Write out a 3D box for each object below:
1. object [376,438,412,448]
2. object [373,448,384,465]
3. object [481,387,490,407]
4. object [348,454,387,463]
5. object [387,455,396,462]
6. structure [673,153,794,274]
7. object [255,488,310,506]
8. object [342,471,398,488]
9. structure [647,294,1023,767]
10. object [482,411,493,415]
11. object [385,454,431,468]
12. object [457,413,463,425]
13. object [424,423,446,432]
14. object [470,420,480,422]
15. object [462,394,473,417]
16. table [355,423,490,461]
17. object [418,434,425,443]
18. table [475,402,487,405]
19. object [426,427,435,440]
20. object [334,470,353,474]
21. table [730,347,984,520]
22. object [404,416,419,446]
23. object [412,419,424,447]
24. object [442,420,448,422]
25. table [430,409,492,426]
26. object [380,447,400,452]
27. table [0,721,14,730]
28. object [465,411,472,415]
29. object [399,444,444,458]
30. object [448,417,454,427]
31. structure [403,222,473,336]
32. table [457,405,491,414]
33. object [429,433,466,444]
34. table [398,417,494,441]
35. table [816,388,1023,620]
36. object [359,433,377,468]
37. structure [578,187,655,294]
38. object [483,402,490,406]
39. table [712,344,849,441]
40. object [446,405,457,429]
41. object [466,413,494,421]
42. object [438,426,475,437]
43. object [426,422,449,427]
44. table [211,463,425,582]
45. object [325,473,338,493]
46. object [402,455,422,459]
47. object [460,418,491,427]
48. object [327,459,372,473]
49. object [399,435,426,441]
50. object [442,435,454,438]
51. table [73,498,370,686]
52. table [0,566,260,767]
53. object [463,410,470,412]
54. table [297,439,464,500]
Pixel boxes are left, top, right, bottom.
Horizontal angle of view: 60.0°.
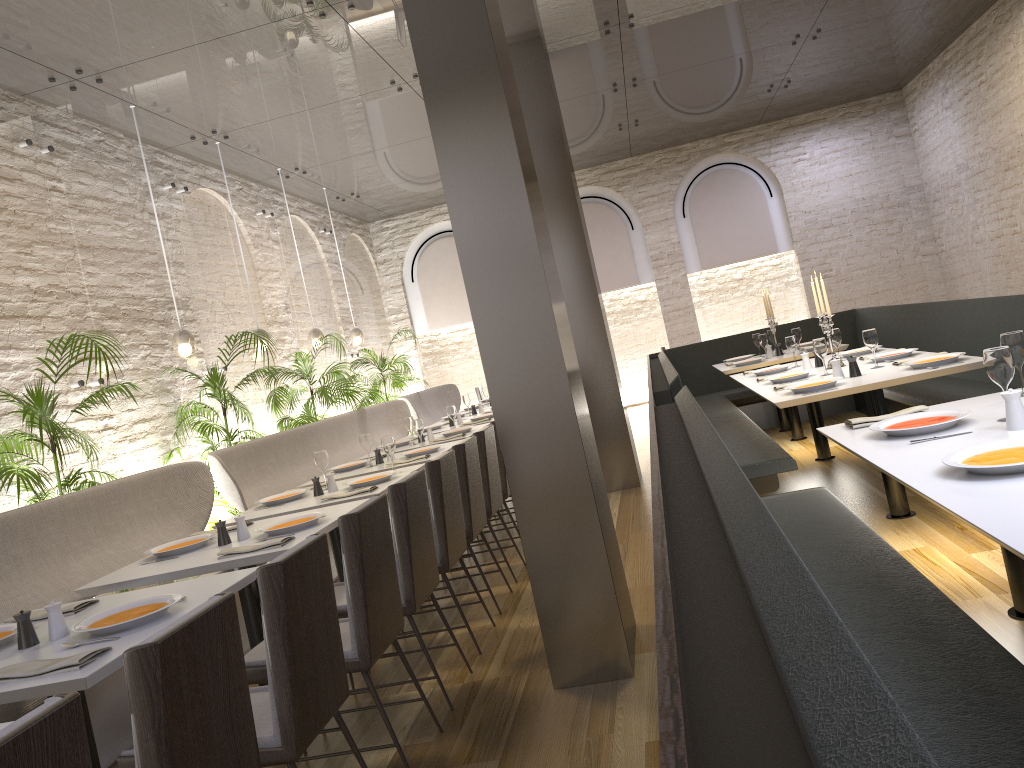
[{"bbox_3d":[-0.973,0.510,7.416,0.322,0.036,0.321,-13,2,-13],"label":"object"},{"bbox_3d":[-0.929,0.501,6.164,0.059,0.109,0.059,-12,0,1],"label":"object"},{"bbox_3d":[-0.308,0.159,10.557,0.086,0.231,0.086,-13,0,39],"label":"object"},{"bbox_3d":[-1.076,0.566,6.603,0.272,0.033,0.143,-12,2,9],"label":"object"},{"bbox_3d":[-0.855,0.483,6.199,0.059,0.109,0.059,-12,0,1],"label":"object"},{"bbox_3d":[3.282,-2.668,13.477,1.631,1.675,0.098,-12,0,9],"label":"structure"},{"bbox_3d":[-1.320,0.661,5.118,0.320,0.036,0.323,-11,2,44],"label":"object"},{"bbox_3d":[-0.802,0.550,5.035,0.320,0.036,0.323,-11,2,44],"label":"object"},{"bbox_3d":[1.925,0.254,4.225,2.368,1.001,10.765,-12,2,9],"label":"structure"},{"bbox_3d":[-0.165,0.279,9.241,0.272,0.033,0.143,-12,2,9],"label":"object"},{"bbox_3d":[-0.682,0.504,5.829,0.272,0.033,0.143,-12,2,9],"label":"object"},{"bbox_3d":[-0.506,0.331,8.505,0.059,0.109,0.059,-12,0,1],"label":"object"},{"bbox_3d":[-0.797,0.433,8.574,0.322,0.036,0.321,-13,2,-13],"label":"object"},{"bbox_3d":[-0.310,0.342,8.310,0.181,0.015,0.038,-12,2,10],"label":"object"},{"bbox_3d":[-0.472,0.231,9.473,0.086,0.231,0.086,-13,0,39],"label":"object"},{"bbox_3d":[-0.625,0.839,7.372,0.935,0.760,1.012,-12,1,9],"label":"table"},{"bbox_3d":[-0.756,0.425,7.312,0.059,0.109,0.059,-12,0,1],"label":"object"},{"bbox_3d":[0.053,0.543,11.853,0.935,0.760,1.012,-12,1,9],"label":"table"},{"bbox_3d":[-0.681,0.407,7.347,0.059,0.109,0.059,-12,0,1],"label":"object"},{"bbox_3d":[-1.176,0.609,6.087,0.185,0.010,0.017,-12,1,9],"label":"object"},{"bbox_3d":[2.168,0.273,5.783,1.099,0.760,2.543,-12,2,9],"label":"table"},{"bbox_3d":[-0.817,0.381,7.193,0.086,0.231,0.086,-12,0,-39],"label":"object"},{"bbox_3d":[-0.674,0.373,6.480,0.086,0.231,0.086,-13,0,15],"label":"object"},{"bbox_3d":[-0.660,0.383,9.498,0.185,0.010,0.017,-12,1,9],"label":"object"},{"bbox_3d":[-0.282,0.690,9.635,0.935,0.760,1.012,-12,1,9],"label":"table"},{"bbox_3d":[-1.002,0.533,7.235,0.185,0.010,0.017,-12,1,9],"label":"object"},{"bbox_3d":[-1.516,1.228,1.480,0.935,0.760,1.012,-12,1,9],"label":"table"},{"bbox_3d":[-0.560,0.341,10.014,0.272,0.033,0.143,-12,2,9],"label":"object"},{"bbox_3d":[-0.628,0.474,6.185,0.322,0.036,0.321,-13,2,-9],"label":"object"},{"bbox_3d":[-0.580,0.348,8.470,0.059,0.109,0.059,-12,0,1],"label":"object"},{"bbox_3d":[-0.944,-1.755,14.140,1.631,1.675,0.098,-12,0,9],"label":"structure"},{"bbox_3d":[-0.117,0.618,10.726,0.935,0.760,1.012,-12,1,9],"label":"table"},{"bbox_3d":[-0.508,0.428,6.978,0.272,0.033,0.143,-12,2,9],"label":"object"},{"bbox_3d":[-0.449,0.763,8.530,0.935,0.760,1.012,-12,1,9],"label":"table"},{"bbox_3d":[1.617,0.514,2.140,1.099,0.760,2.543,-12,2,9],"label":"table"},{"bbox_3d":[-0.987,0.455,6.070,0.087,0.231,0.086,-12,0,-33],"label":"object"},{"bbox_3d":[1.237,-2.226,13.798,1.631,1.675,0.098,-12,0,9],"label":"structure"},{"bbox_3d":[-0.395,0.269,11.105,0.272,0.033,0.143,-12,2,9],"label":"object"},{"bbox_3d":[2.550,0.106,8.310,1.099,0.760,1.190,-12,1,9],"label":"table"},{"bbox_3d":[-0.504,0.298,7.603,0.086,0.231,0.086,-12,0,-39],"label":"object"},{"bbox_3d":[-0.279,0.321,8.490,0.322,0.036,0.321,-13,2,-13],"label":"object"},{"bbox_3d":[-0.454,0.398,7.333,0.322,0.036,0.321,-13,2,-13],"label":"object"},{"bbox_3d":[-0.727,0.414,8.909,0.272,0.033,0.143,-12,2,9],"label":"object"},{"bbox_3d":[-0.973,0.991,5.074,0.935,0.760,1.012,-12,1,9],"label":"table"},{"bbox_3d":[-1.029,0.559,5.049,0.059,0.109,0.059,-12,0,17],"label":"object"},{"bbox_3d":[-0.659,0.494,6.004,0.181,0.015,0.038,-12,2,10],"label":"object"},{"bbox_3d":[-0.333,0.352,8.135,0.272,0.033,0.143,-12,2,9],"label":"object"},{"bbox_3d":[-1.146,0.586,6.268,0.322,0.036,0.321,-13,2,-9],"label":"object"},{"bbox_3d":[-0.903,0.490,7.751,0.272,0.033,0.143,-12,2,9],"label":"object"},{"bbox_3d":[-0.485,0.418,7.152,0.181,0.015,0.038,-12,2,10],"label":"object"},{"bbox_3d":[-1.142,1.065,3.954,0.935,0.760,1.012,-12,1,9],"label":"table"},{"bbox_3d":[-1.329,1.147,2.717,0.935,0.760,1.012,-12,1,9],"label":"table"},{"bbox_3d":[-0.495,0.311,10.589,0.185,0.010,0.017,-12,1,9],"label":"object"},{"bbox_3d":[-0.798,0.915,6.224,0.935,0.760,1.012,-12,1,9],"label":"table"}]
